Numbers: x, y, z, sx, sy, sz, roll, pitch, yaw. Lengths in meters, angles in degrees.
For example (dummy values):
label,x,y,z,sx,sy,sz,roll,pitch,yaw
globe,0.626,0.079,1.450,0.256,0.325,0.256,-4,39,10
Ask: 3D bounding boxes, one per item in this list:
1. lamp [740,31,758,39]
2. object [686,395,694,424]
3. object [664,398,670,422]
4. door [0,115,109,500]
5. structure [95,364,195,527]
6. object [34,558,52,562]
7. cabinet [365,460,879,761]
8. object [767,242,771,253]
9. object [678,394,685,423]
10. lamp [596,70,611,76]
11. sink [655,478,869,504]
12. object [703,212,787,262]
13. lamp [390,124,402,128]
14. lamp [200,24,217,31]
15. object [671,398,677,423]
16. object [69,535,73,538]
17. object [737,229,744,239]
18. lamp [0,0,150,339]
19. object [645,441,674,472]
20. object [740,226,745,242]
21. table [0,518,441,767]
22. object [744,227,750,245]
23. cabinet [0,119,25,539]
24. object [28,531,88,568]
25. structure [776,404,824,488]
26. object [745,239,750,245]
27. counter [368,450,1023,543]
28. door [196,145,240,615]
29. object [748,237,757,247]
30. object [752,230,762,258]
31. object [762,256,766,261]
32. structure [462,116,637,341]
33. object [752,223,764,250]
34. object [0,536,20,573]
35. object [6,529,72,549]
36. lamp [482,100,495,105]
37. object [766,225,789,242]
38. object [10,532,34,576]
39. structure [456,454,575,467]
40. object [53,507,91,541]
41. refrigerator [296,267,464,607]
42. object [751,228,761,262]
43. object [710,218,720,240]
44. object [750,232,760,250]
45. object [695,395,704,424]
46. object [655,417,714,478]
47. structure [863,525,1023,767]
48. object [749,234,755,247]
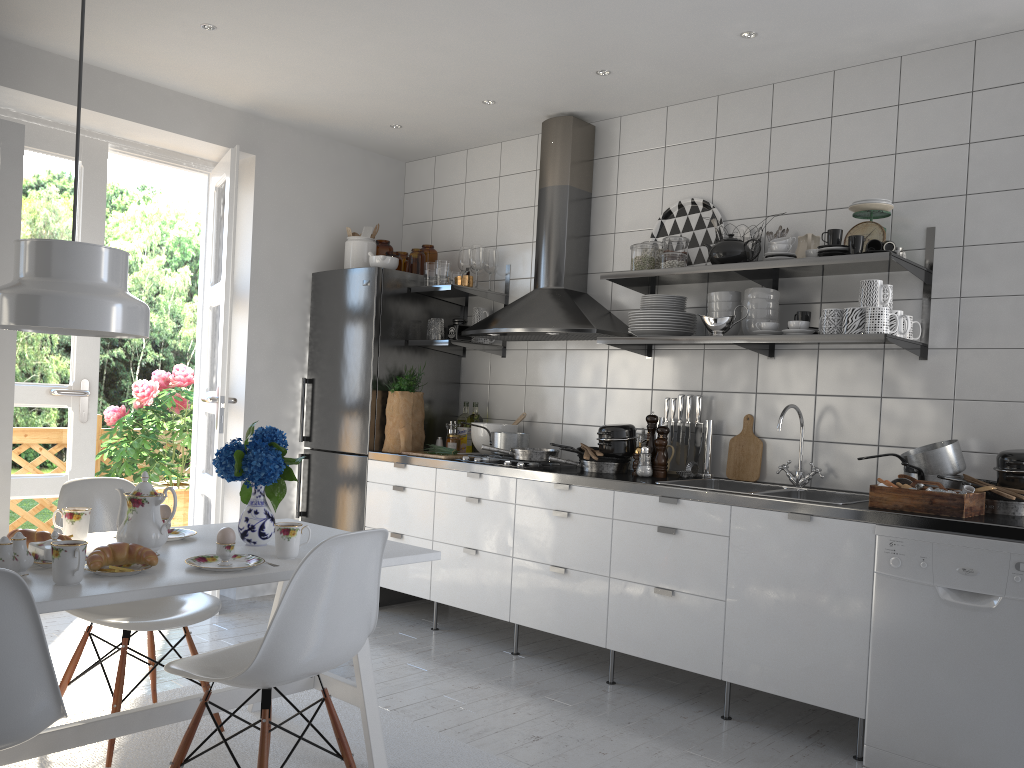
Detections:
label,x,y,z,sx,sy,sz,roll,pitch,yaw
lamp,0.903,-1.340,3.373,0.064,0.030,0.064,2,-1,34
object,0.808,0.114,4.038,0.022,0.132,0.033,2,1,-44
object,0.721,0.120,4.117,0.027,0.114,0.019,4,1,37
door,-2.293,-0.063,4.248,0.156,2.328,0.602,4,1,42
structure,-2.380,0.498,6.227,1.260,1.281,1.176,3,0,43
object,-1.157,0.433,2.177,0.180,0.001,0.022,3,-1,16
cabinet,0.645,0.845,3.792,3.234,0.795,0.663,2,-1,42
object,1.106,-0.526,3.704,0.084,0.130,0.084,3,0,20
object,0.776,0.113,4.067,0.022,0.132,0.033,2,1,-44
lamp,0.395,-1.356,3.829,0.064,0.030,0.064,2,-1,34
sink,1.000,0.466,3.459,0.764,0.112,0.488,2,-1,42
object,0.987,-0.605,3.816,0.377,0.279,0.198,3,0,24
lamp,-0.620,-1.389,4.740,0.064,0.030,0.064,2,-1,34
lamp,-1.219,-1.444,3.559,0.064,0.030,0.064,2,-1,34
object,0.747,0.121,4.094,0.027,0.114,0.019,4,1,37
object,-1.266,0.437,2.435,0.070,0.036,0.109,3,-1,0
object,0.993,-0.577,3.869,0.028,0.220,0.100,3,1,13
lamp,-1.093,-0.793,2.245,0.373,1.324,0.373,3,1,-17
object,0.664,0.337,4.035,0.115,0.145,0.127,3,0,-9
object,1.001,-0.582,3.888,0.029,0.232,0.063,3,1,30
table,-1.144,0.788,2.308,0.813,0.661,1.827,3,-1,42
object,1.021,-0.579,3.862,0.025,0.227,0.085,3,1,11
cabinet,-2.565,0.016,3.068,0.512,2.098,1.379,4,1,42
object,-1.161,0.413,2.249,0.186,0.084,0.140,2,-1,42
structure,1.173,0.260,3.594,0.188,0.353,0.274,3,0,18
object,0.990,-0.555,3.848,0.097,0.175,0.023,3,1,-36
counter,0.671,0.427,3.788,3.235,0.045,0.651,2,-2,42
door,-1.558,-0.018,4.643,0.156,2.328,0.601,2,1,-28
object,1.004,-0.561,3.829,0.153,0.187,0.029,3,1,-35
object,1.028,-0.561,3.783,0.062,0.190,0.023,3,1,23
object,1.054,-0.490,3.590,0.079,0.048,0.082,3,-1,17
structure,0.168,-0.777,4.395,0.867,1.093,0.472,3,1,42
object,1.035,-0.579,3.805,0.085,0.227,0.027,3,1,25
object,-1.165,0.400,2.031,0.069,0.102,0.065,3,1,42
object,-1.285,0.415,2.387,0.161,0.057,0.124,3,-1,7
lamp,-0.113,-1.373,4.285,0.064,0.030,0.064,2,-1,34
object,1.111,-0.568,3.716,0.104,0.203,0.077,3,1,40
object,-1.170,0.401,2.098,0.069,0.102,0.065,3,1,42
structure,0.043,0.371,4.342,0.466,0.029,0.490,2,-2,42
object,-1.269,0.409,2.567,0.078,0.095,0.091,3,0,40
refrigerator,-0.761,0.296,5.042,0.575,1.801,0.694,4,1,42
object,1.044,-0.573,3.825,0.068,0.217,0.020,3,1,-22
object,0.900,-0.595,3.832,0.021,0.250,0.113,2,1,-43
object,1.004,-0.558,3.774,0.090,0.181,0.023,3,1,15
object,0.850,0.116,4.000,0.022,0.132,0.046,2,1,-45
object,0.783,0.289,4.057,0.321,0.261,0.067,3,1,42
structure,1.545,0.874,2.889,0.573,0.791,0.509,3,0,42
object,1.012,-0.559,3.807,0.081,0.187,0.023,2,1,-39
